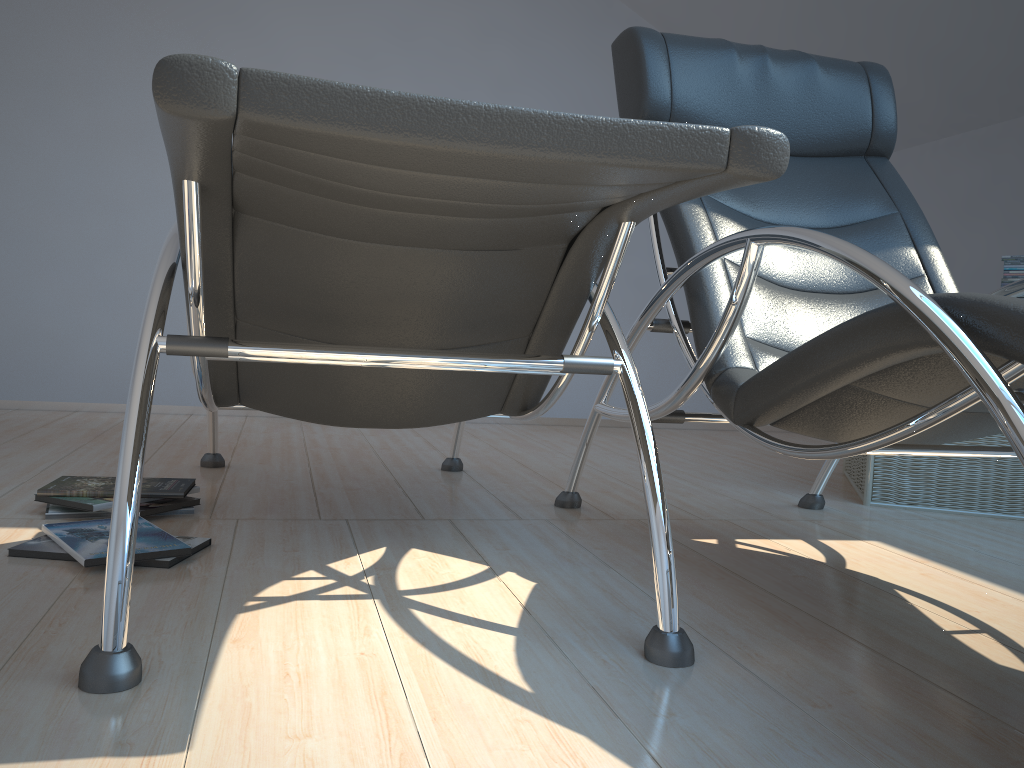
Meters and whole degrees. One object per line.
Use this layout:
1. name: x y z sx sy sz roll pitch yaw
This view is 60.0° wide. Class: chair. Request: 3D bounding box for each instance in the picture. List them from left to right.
1. chair: -0.287 -0.134 1.865 0.836 0.953 2.114 2 3 -15
2. chair: 0.791 -0.209 1.612 0.836 1.251 1.938 2 3 -15

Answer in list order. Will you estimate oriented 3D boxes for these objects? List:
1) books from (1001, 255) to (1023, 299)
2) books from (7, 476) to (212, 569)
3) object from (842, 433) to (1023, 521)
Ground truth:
1. books: 1.634 -0.251 2.805 0.149 0.300 0.149 0 4 -44
2. books: 0.474 0.361 0.349 4.790 0.222 1.045 6 4 42
3. object: 1.552 0.131 2.973 0.745 0.518 0.744 4 3 15
